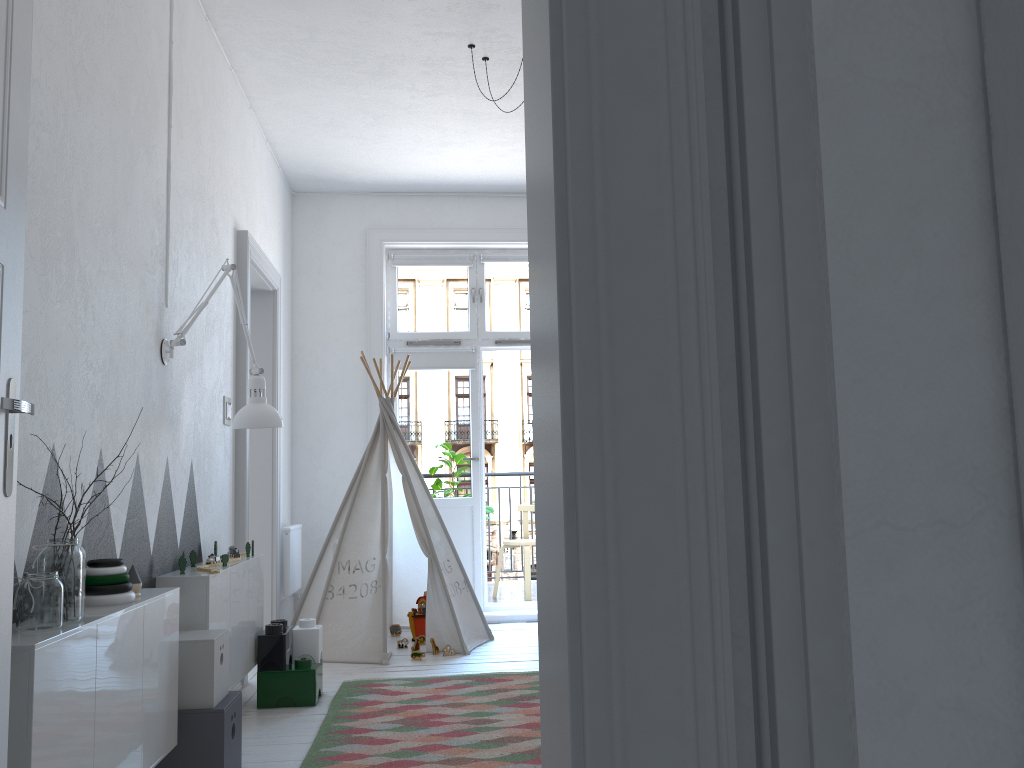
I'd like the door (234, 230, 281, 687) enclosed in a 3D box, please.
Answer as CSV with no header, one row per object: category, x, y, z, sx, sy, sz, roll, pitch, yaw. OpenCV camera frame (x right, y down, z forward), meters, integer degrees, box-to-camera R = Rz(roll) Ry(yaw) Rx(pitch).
door,-1.516,0.415,4.891,0.505,2.175,1.466,1,-7,-20

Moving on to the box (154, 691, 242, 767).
box,-1.006,1.130,2.786,0.254,0.259,0.251,-1,-6,-5

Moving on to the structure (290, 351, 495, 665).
structure,-0.734,0.653,5.240,1.143,1.748,1.144,2,-7,-29

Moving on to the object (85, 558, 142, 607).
object,-1.071,0.520,2.349,0.148,0.113,0.231,0,-7,-15

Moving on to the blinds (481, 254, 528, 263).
blinds,0.064,-0.884,6.242,0.565,0.060,0.032,-1,-6,-5

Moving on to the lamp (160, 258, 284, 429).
lamp,-1.136,-0.161,3.401,0.200,0.655,0.652,-5,-7,28

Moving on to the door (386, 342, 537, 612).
door,-0.204,0.596,5.830,1.264,1.837,0.637,-1,-6,-3

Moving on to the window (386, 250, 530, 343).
window,-0.246,-0.617,6.206,1.263,0.660,0.101,-1,-6,-5

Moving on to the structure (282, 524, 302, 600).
structure,-1.342,1.100,5.458,0.075,0.460,0.636,0,-6,-9

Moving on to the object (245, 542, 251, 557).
object,-1.130,0.709,3.797,0.007,0.063,0.029,-4,-7,22

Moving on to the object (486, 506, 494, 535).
object,-0.475,1.080,7.069,0.720,1.224,0.489,-2,-6,5

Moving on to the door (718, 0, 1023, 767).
door,0.344,-0.149,0.318,0.261,2.175,0.982,-1,-6,-5

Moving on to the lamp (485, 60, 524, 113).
lamp,0.267,-0.862,3.566,0.074,1.528,1.382,2,-7,-30

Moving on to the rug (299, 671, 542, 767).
rug,-0.072,1.279,3.274,1.320,0.016,2.030,-1,-6,-5

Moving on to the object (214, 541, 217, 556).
object,-1.210,0.682,3.621,0.009,0.080,0.037,0,-6,-11

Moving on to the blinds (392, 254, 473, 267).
blinds,-0.554,-0.862,6.185,0.565,0.087,0.032,-1,-6,-5

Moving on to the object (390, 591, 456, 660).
object,-0.471,1.359,5.098,0.385,0.283,0.857,0,-7,-13

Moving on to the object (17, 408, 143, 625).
object,-0.980,0.288,1.974,0.258,0.484,0.406,-1,-6,-7

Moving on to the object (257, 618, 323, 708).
object,-0.959,1.200,3.847,0.246,0.331,0.247,-1,-6,-5

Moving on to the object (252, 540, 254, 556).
object,-1.130,0.715,3.865,0.009,0.066,0.054,0,-6,-14

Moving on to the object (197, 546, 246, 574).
object,-1.145,0.683,3.496,0.111,0.047,0.903,0,-7,-10

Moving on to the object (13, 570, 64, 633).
object,-1.004,0.460,1.877,0.091,0.121,0.098,-5,-7,33

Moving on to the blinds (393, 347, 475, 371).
blinds,-0.538,-0.173,6.113,0.565,0.158,0.032,-1,-6,-5

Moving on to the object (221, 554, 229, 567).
object,-1.084,0.666,3.350,0.006,0.046,0.037,-4,-7,21

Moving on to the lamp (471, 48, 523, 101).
lamp,0.206,-0.875,3.442,0.074,1.528,1.382,2,-7,-30

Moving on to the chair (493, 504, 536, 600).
chair,0.130,1.324,7.068,0.437,0.715,0.498,-6,-8,40

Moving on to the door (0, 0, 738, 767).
door,-0.402,-0.038,1.142,1.022,2.175,1.041,-1,-6,-5

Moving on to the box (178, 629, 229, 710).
box,-1.021,0.899,2.802,0.202,0.205,0.199,-1,-6,-5

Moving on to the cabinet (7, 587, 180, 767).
cabinet,-1.036,0.778,2.138,0.183,0.454,0.971,-1,-6,-5

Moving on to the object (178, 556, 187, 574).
object,-1.141,0.626,3.072,0.029,0.063,0.007,4,-8,-42

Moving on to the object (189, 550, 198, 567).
object,-1.207,0.661,3.359,0.029,0.063,0.007,4,-8,-42

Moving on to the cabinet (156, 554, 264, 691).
cabinet,-1.151,0.930,3.450,0.183,0.454,0.971,-1,-6,-5
